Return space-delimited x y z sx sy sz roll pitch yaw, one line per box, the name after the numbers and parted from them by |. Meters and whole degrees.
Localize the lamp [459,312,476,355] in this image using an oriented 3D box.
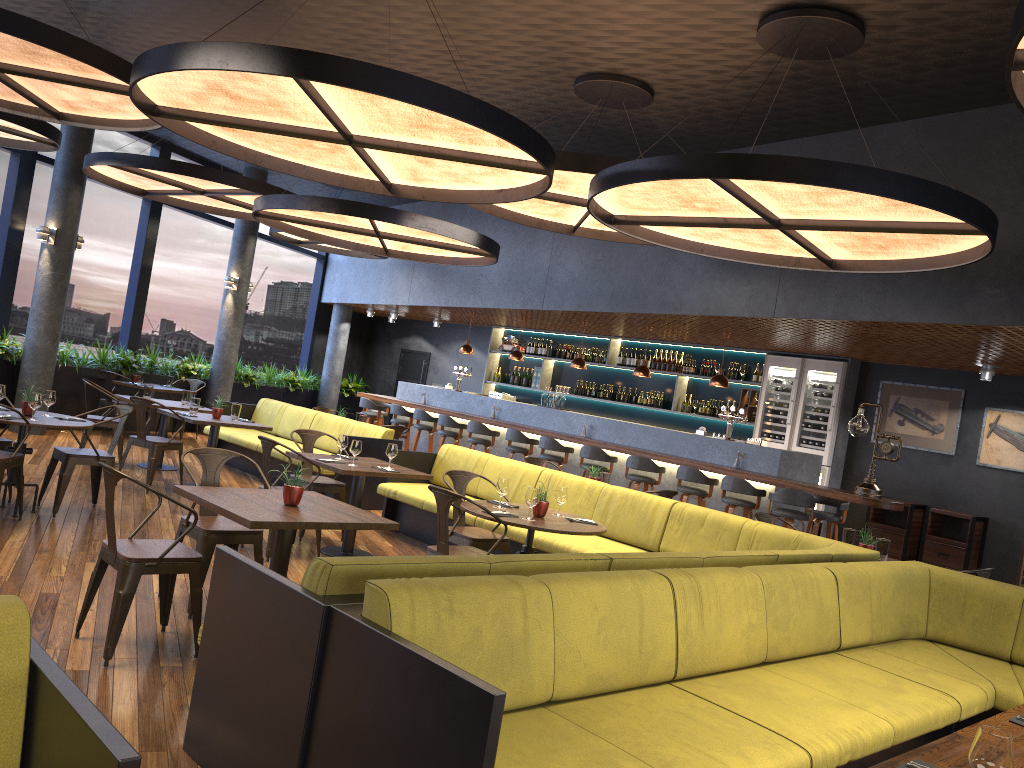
-0.698 -0.827 14.457 0.250 0.673 0.250 9 0 34 | lamp

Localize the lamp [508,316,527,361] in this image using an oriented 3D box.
0.114 -0.698 13.592 0.250 0.673 0.250 9 0 -11 | lamp

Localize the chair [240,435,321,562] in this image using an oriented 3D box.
-1.784 0.887 6.970 0.541 0.917 0.504 10 0 -43 | chair

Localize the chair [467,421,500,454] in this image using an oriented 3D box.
-0.492 1.065 12.700 0.438 1.048 0.483 10 0 -24 | chair

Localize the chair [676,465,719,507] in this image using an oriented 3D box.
2.062 1.473 10.163 0.483 1.048 0.438 9 0 18 | chair

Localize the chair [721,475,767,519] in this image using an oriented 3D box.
2.438 1.532 9.667 0.438 1.048 0.483 9 0 -15 | chair

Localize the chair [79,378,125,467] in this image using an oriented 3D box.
-4.641 0.432 10.036 0.541 0.917 0.504 10 0 -25 | chair

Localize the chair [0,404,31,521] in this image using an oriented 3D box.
-3.828 0.547 6.421 0.504 0.917 0.541 9 0 -4 | chair

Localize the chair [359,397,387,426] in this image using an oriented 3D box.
-2.375 0.765 14.794 0.483 1.048 0.438 9 0 18 | chair

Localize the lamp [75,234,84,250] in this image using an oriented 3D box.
-5.815 -1.883 11.848 0.215 0.215 0.189 9 0 22 | lamp

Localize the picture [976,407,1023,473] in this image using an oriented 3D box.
5.931 0.673 10.173 0.028 0.697 1.039 10 0 -44 | picture

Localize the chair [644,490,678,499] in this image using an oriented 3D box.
1.180 1.382 8.180 0.504 0.917 0.541 10 0 -43 | chair

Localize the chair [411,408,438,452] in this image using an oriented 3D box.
-1.368 0.926 13.803 0.483 1.048 0.438 9 0 18 | chair

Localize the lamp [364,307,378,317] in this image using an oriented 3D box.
-2.805 -1.422 17.592 0.228 0.172 0.228 10 0 -44 | lamp

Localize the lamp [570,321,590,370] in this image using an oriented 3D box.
0.997 -0.557 12.651 0.250 0.673 0.250 9 0 -11 | lamp

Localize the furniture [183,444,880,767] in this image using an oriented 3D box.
0.430 1.246 5.155 7.462 0.914 4.895 9 0 42 | furniture

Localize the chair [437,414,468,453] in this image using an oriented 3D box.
-0.958 0.991 13.255 0.438 1.048 0.483 9 0 -15 | chair

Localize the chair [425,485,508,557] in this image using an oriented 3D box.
-0.324 1.121 5.639 0.541 0.917 0.504 10 0 -43 | chair

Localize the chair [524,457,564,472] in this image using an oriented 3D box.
0.333 1.247 9.083 0.504 0.917 0.541 10 0 -43 | chair

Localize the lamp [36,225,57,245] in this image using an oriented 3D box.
-5.979 -1.913 11.309 0.215 0.215 0.189 9 0 14 | lamp

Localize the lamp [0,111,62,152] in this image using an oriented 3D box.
-5.854 -3.337 9.511 1.979 1.093 1.979 9 0 10 | lamp

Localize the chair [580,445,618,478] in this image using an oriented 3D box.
1.034 1.309 11.220 0.483 1.048 0.438 9 0 7 | chair

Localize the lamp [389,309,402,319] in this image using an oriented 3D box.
-2.250 -1.334 16.976 0.228 0.172 0.228 10 0 -44 | lamp

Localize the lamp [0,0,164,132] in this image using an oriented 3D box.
-4.036 -2.990 6.893 2.778 1.159 2.778 9 0 24 | lamp

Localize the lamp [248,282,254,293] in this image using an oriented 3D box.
-4.520 -1.652 15.174 0.215 0.215 0.189 9 0 25 | lamp

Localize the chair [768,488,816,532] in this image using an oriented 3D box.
2.846 1.597 9.247 0.483 1.048 0.438 9 0 38 | chair

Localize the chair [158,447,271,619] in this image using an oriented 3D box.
-1.777 0.880 5.368 0.504 0.917 0.541 10 0 -43 | chair

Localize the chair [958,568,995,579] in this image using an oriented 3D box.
3.005 1.673 6.213 0.504 0.917 0.541 10 0 -43 | chair

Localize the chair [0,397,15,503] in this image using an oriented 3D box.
-4.346 0.465 7.166 0.541 0.917 0.504 9 0 28 | chair

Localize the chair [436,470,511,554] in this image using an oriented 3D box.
-0.297 1.130 6.522 0.504 0.917 0.541 10 0 -43 | chair

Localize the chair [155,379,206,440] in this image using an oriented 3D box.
-5.113 0.373 13.765 0.504 0.917 0.541 9 0 12 | chair

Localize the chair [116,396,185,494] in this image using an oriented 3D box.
-3.597 0.598 8.890 0.504 0.917 0.541 9 0 24 | chair

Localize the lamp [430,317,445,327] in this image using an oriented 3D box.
-1.464 -1.202 17.313 0.228 0.172 0.228 10 0 -44 | lamp

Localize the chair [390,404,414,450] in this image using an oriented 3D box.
-1.783 0.860 14.227 0.483 1.048 0.438 9 0 18 | chair

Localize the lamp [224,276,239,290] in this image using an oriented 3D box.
-4.663 -1.678 14.630 0.215 0.215 0.189 9 0 7 | lamp

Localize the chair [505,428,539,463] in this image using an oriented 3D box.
0.080 1.157 12.258 0.483 1.048 0.438 9 0 18 | chair

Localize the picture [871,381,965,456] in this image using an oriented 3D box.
5.068 0.410 11.114 0.028 0.809 1.039 10 0 -44 | picture

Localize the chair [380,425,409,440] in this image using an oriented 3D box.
-1.626 0.934 11.037 0.504 0.917 0.541 10 0 -43 | chair

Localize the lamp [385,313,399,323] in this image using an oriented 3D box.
-2.492 -1.366 18.409 0.228 0.172 0.228 10 0 -44 | lamp

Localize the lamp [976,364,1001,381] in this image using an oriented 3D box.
5.298 -0.126 9.891 0.228 0.172 0.228 10 0 -44 | lamp

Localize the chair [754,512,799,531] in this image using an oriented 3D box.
2.158 1.538 7.117 0.504 0.917 0.541 10 0 -43 | chair

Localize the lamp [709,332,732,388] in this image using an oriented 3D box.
2.604 -0.301 10.939 0.250 0.673 0.250 9 0 -11 | lamp

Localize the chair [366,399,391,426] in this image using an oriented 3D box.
-2.432 0.761 15.780 0.483 1.048 0.438 9 0 -15 | chair

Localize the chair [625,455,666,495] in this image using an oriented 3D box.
1.530 1.388 10.722 0.438 1.048 0.483 10 0 -29 | chair

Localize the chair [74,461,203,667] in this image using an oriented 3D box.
-1.834 0.865 4.419 0.541 0.917 0.504 10 0 -43 | chair

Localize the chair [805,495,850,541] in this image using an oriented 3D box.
3.363 1.685 9.693 0.483 1.048 0.438 9 0 18 | chair

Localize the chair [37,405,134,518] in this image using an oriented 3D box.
-3.490 0.607 7.312 0.541 0.917 0.504 10 0 -43 | chair

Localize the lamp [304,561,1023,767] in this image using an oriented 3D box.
3.763 0.883 4.907 9.057 2.714 3.017 10 0 -43 | lamp

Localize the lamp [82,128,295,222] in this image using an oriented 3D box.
-3.824 -2.932 11.245 2.778 1.159 2.778 9 0 -8 | lamp

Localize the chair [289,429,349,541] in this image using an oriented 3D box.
-1.768 0.895 7.952 0.504 0.917 0.541 10 0 -43 | chair

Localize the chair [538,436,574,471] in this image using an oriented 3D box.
0.506 1.224 11.725 0.438 1.048 0.483 9 0 -15 | chair

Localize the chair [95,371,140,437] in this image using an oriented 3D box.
-5.573 0.291 12.520 0.504 0.917 0.541 9 0 21 | chair

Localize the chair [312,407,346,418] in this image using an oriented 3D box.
-2.485 0.798 11.954 0.504 0.917 0.541 10 0 -43 | chair

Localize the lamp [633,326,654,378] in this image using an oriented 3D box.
1.782 -0.432 11.815 0.250 0.673 0.250 9 0 -11 | lamp
